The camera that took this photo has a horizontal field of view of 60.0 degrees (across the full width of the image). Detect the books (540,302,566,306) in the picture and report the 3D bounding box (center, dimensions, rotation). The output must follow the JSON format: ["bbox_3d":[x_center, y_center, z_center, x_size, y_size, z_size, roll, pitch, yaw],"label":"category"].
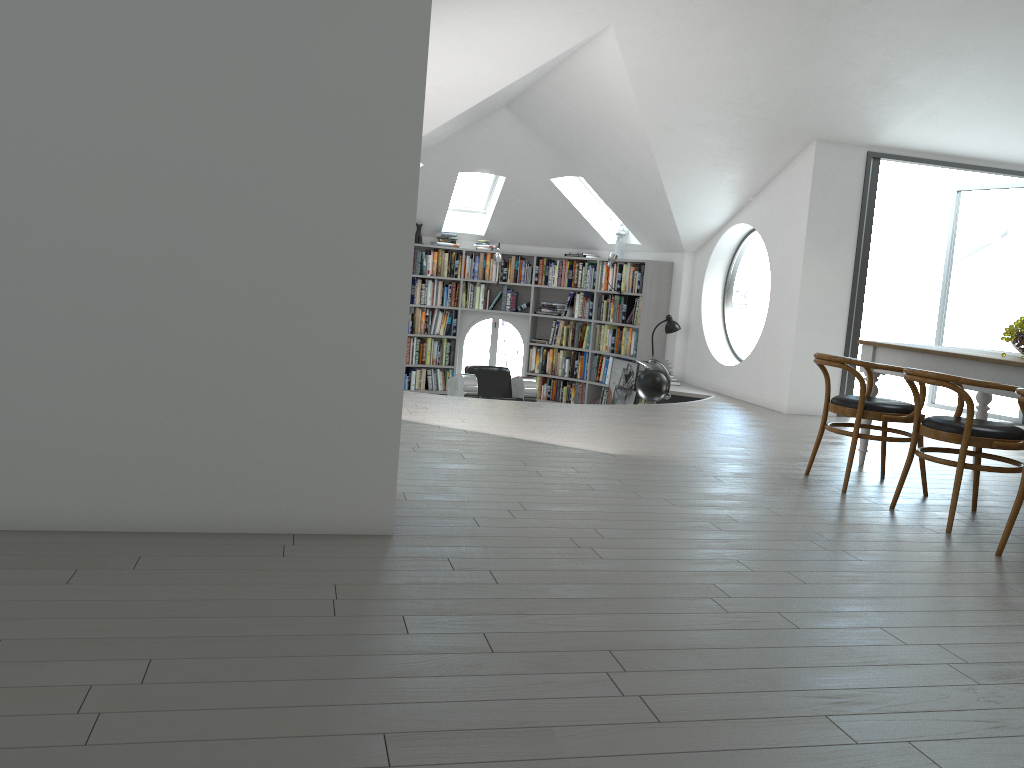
[{"bbox_3d":[0.553,-1.049,11.624,0.269,0.031,0.286,0,8,-34],"label":"books"}]

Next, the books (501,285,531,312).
[{"bbox_3d":[0.077,-1.118,11.700,0.399,0.340,0.225,5,5,6],"label":"books"}]

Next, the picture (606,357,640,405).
[{"bbox_3d":[1.291,0.142,10.551,0.090,0.861,0.580,3,6,-24],"label":"picture"}]

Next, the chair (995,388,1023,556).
[{"bbox_3d":[2.342,0.404,3.606,0.621,0.733,0.529,3,6,-18],"label":"chair"}]

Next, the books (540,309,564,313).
[{"bbox_3d":[0.546,-0.956,11.632,0.286,0.031,0.269,7,7,21],"label":"books"}]

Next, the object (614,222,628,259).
[{"bbox_3d":[1.335,-1.767,10.917,0.179,0.471,0.179,4,5,-5],"label":"object"}]

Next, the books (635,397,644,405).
[{"bbox_3d":[1.562,0.355,9.843,0.272,0.297,1.150,5,6,0],"label":"books"}]

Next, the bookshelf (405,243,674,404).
[{"bbox_3d":[-0.532,-0.737,10.897,4.331,1.875,2.115,3,6,-14],"label":"bookshelf"}]

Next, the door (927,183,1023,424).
[{"bbox_3d":[4.849,-0.845,9.015,0.080,2.341,1.054,2,6,-29],"label":"door"}]

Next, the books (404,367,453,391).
[{"bbox_3d":[-1.239,-0.078,11.587,1.018,0.305,0.288,1,7,-29],"label":"books"}]

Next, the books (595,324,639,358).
[{"bbox_3d":[1.389,-0.524,10.814,0.275,0.347,1.024,2,7,-28],"label":"books"}]

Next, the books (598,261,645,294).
[{"bbox_3d":[1.439,-1.288,10.760,0.292,0.361,1.017,1,7,-31],"label":"books"}]

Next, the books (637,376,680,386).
[{"bbox_3d":[1.632,-0.038,9.885,0.365,0.042,0.389,3,7,-14],"label":"books"}]

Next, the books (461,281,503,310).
[{"bbox_3d":[-1.253,-1.174,11.272,2.528,0.370,0.592,0,7,-33],"label":"books"}]

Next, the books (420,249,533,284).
[{"bbox_3d":[-0.468,-1.550,11.637,1.565,0.366,0.395,4,6,-8],"label":"books"}]

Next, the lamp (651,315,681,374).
[{"bbox_3d":[1.702,-0.444,9.852,0.322,0.658,0.234,5,5,2],"label":"lamp"}]

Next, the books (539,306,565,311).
[{"bbox_3d":[0.548,-0.987,11.629,0.286,0.031,0.269,10,8,36],"label":"books"}]

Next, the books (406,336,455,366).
[{"bbox_3d":[-1.196,-0.439,11.568,1.031,0.356,0.293,1,7,-29],"label":"books"}]

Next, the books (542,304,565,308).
[{"bbox_3d":[0.551,-1.018,11.627,0.227,0.036,0.213,10,8,36],"label":"books"}]

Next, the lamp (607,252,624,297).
[{"bbox_3d":[1.261,-1.305,10.632,0.275,0.524,0.112,3,5,-23],"label":"lamp"}]

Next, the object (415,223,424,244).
[{"bbox_3d":[-1.191,-1.923,11.367,0.147,0.264,0.202,3,6,-17],"label":"object"}]

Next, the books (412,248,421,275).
[{"bbox_3d":[-1.475,-1.580,11.265,0.682,0.345,0.265,0,7,-37],"label":"books"}]

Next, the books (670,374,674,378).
[{"bbox_3d":[1.638,-0.106,9.879,0.269,0.031,0.286,4,7,-4],"label":"books"}]

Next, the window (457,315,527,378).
[{"bbox_3d":[-1.261,-0.459,11.637,3.229,1.148,0.619,1,6,-28],"label":"window"}]

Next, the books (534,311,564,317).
[{"bbox_3d":[0.543,-0.923,11.635,0.388,0.042,0.366,8,7,26],"label":"books"}]

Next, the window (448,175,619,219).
[{"bbox_3d":[-0.386,-2.493,10.747,4.053,0.711,1.938,3,7,-14],"label":"window"}]

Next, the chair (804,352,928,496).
[{"bbox_3d":[1.984,0.212,5.009,0.621,0.733,0.529,4,6,-10],"label":"chair"}]

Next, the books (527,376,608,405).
[{"bbox_3d":[0.811,0.111,11.397,1.500,0.310,0.360,10,8,38],"label":"books"}]

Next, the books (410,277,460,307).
[{"bbox_3d":[-1.164,-1.203,11.531,1.028,0.358,0.301,1,7,-28],"label":"books"}]

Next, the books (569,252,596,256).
[{"bbox_3d":[0.906,-1.668,11.409,0.233,0.027,0.248,-1,9,-41],"label":"books"}]

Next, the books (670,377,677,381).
[{"bbox_3d":[1.635,-0.074,9.882,0.286,0.034,0.305,2,7,-24],"label":"books"}]

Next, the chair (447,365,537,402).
[{"bbox_3d":[-0.235,0.187,9.746,0.822,0.717,0.743,3,6,-19],"label":"chair"}]

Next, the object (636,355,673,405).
[{"bbox_3d":[1.387,-0.010,8.725,0.320,0.561,0.321,0,7,-41],"label":"object"}]

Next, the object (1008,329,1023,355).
[{"bbox_3d":[2.962,-0.216,4.951,0.360,0.159,0.361,1,8,-33],"label":"object"}]

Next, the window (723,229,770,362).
[{"bbox_3d":[2.583,-0.910,9.207,0.104,1.466,1.475,4,6,-14],"label":"window"}]

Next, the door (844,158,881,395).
[{"bbox_3d":[3.076,-0.945,8.608,0.080,2.341,1.054,4,5,-14],"label":"door"}]

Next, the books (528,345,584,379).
[{"bbox_3d":[0.627,-0.291,11.552,0.873,0.350,0.272,8,6,28],"label":"books"}]

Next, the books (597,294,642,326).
[{"bbox_3d":[1.412,-0.906,10.783,0.279,0.357,1.055,2,7,-28],"label":"books"}]

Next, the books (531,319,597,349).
[{"bbox_3d":[0.728,-0.658,11.469,0.975,0.351,0.252,8,6,29],"label":"books"}]

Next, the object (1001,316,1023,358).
[{"bbox_3d":[2.939,-0.282,4.954,0.293,0.283,0.394,10,8,40],"label":"object"}]

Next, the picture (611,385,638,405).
[{"bbox_3d":[1.276,0.321,10.382,0.107,0.554,0.491,3,6,-23],"label":"picture"}]

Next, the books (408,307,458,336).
[{"bbox_3d":[-1.176,-0.822,11.527,0.997,0.351,0.298,1,7,-30],"label":"books"}]

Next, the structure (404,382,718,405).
[{"bbox_3d":[-0.279,0.203,9.628,4.718,0.691,4.714,9,8,31],"label":"structure"}]

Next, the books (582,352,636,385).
[{"bbox_3d":[1.311,-0.156,10.898,0.303,0.358,1.187,1,7,-33],"label":"books"}]

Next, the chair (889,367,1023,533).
[{"bbox_3d":[2.190,0.309,4.315,0.621,0.733,0.529,3,6,-14],"label":"chair"}]

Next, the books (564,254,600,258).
[{"bbox_3d":[0.903,-1.640,11.412,0.337,0.036,0.317,10,8,38],"label":"books"}]

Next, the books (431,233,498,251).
[{"bbox_3d":[-1.385,-1.849,10.959,2.814,0.173,0.749,-1,9,-43],"label":"books"}]

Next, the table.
[{"bbox_3d":[3.050,0.359,4.196,1.018,0.797,3.360,3,7,-14],"label":"table"}]

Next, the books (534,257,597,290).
[{"bbox_3d":[0.739,-1.429,11.448,0.971,0.366,0.306,8,7,30],"label":"books"}]

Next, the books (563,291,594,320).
[{"bbox_3d":[0.943,-1.012,11.365,0.554,0.350,0.256,9,7,32],"label":"books"}]

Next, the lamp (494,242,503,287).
[{"bbox_3d":[-0.193,-1.538,11.427,0.113,0.565,0.358,4,5,-7],"label":"lamp"}]
